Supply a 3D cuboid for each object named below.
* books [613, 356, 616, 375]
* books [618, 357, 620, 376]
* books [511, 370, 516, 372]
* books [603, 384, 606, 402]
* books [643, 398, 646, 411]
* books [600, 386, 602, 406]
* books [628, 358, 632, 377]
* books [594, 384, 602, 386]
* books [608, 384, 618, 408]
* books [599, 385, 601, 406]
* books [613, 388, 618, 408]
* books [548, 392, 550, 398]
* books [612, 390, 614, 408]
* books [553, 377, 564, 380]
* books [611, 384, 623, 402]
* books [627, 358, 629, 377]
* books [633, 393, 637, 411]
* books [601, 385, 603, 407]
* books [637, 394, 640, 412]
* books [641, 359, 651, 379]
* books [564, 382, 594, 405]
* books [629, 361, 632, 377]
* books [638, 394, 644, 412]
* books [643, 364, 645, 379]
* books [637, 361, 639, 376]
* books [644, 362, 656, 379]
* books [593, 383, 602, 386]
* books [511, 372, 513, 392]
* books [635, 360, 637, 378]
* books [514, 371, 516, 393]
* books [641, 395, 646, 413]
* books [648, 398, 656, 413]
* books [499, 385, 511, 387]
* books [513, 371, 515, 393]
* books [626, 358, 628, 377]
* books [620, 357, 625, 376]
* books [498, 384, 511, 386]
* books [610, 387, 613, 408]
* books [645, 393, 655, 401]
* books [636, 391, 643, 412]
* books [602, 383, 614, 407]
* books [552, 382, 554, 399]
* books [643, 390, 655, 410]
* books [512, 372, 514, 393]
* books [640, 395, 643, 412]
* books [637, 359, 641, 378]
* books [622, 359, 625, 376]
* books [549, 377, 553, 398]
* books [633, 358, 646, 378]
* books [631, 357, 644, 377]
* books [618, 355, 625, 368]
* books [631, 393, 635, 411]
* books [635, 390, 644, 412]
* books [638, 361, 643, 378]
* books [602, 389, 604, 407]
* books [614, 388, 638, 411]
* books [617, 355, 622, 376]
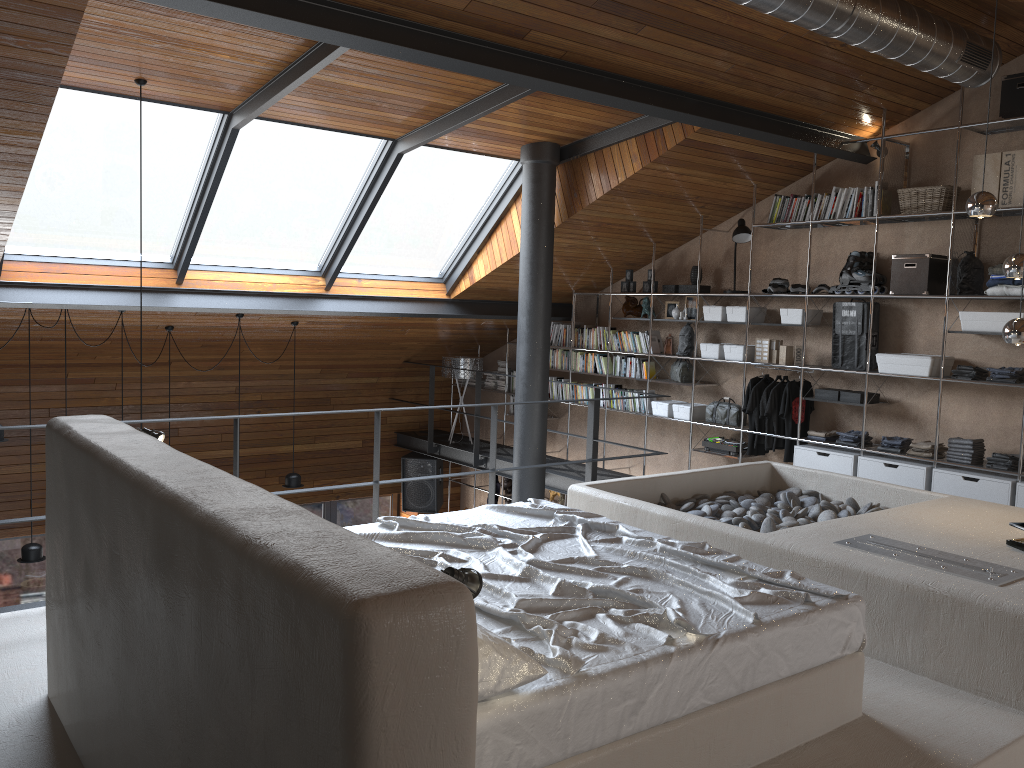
[{"bbox_3d":[1.081,-0.185,8.974,0.148,0.190,0.013,-2,6,-37],"label":"books"},{"bbox_3d":[1.129,-0.180,8.929,0.148,0.190,0.013,-2,6,-37],"label":"books"},{"bbox_3d":[0.071,-0.034,10.371,0.207,0.255,0.010,-2,6,-37],"label":"books"},{"bbox_3d":[0.996,0.116,9.052,0.148,0.233,0.053,-2,6,-37],"label":"books"},{"bbox_3d":[1.340,0.190,8.665,0.148,0.175,0.046,-2,6,-37],"label":"books"},{"bbox_3d":[0.964,0.125,9.124,0.131,0.205,0.051,-2,6,-37],"label":"books"},{"bbox_3d":[1.213,-0.166,8.802,0.148,0.190,0.013,-2,6,-37],"label":"books"},{"bbox_3d":[0.917,0.110,9.201,0.155,0.215,0.055,-2,6,-37],"label":"books"},{"bbox_3d":[1.026,0.120,9.014,0.148,0.232,0.053,-2,6,-37],"label":"books"},{"bbox_3d":[0.957,0.118,9.154,0.137,0.216,0.049,-2,6,-37],"label":"books"},{"bbox_3d":[1.083,0.142,8.978,0.137,0.201,0.047,-2,6,-38],"label":"books"},{"bbox_3d":[0.446,0.036,9.835,0.148,0.233,0.053,-2,6,-37],"label":"books"},{"bbox_3d":[1.068,0.151,8.983,0.131,0.180,0.042,-2,6,-38],"label":"books"},{"bbox_3d":[0.522,0.043,9.788,0.148,0.232,0.053,-2,6,-37],"label":"books"},{"bbox_3d":[1.072,0.123,9.005,0.148,0.232,0.053,-2,6,-37],"label":"books"},{"bbox_3d":[1.202,-0.167,8.809,0.148,0.190,0.013,-2,6,-37],"label":"books"},{"bbox_3d":[1.273,0.173,8.763,0.169,0.188,0.058,-2,6,-37],"label":"books"},{"bbox_3d":[0.972,0.121,9.113,0.137,0.216,0.049,-2,6,-37],"label":"books"},{"bbox_3d":[1.291,0.176,8.731,0.148,0.189,0.053,-2,6,-37],"label":"books"},{"bbox_3d":[1.314,-0.147,8.648,0.129,0.186,0.050,-2,6,-37],"label":"books"},{"bbox_3d":[0.747,0.096,9.380,0.139,0.211,0.467,-2,6,-38],"label":"books"},{"bbox_3d":[1.220,-0.151,8.790,0.143,0.161,0.019,-2,6,-37],"label":"books"},{"bbox_3d":[1.309,0.179,8.707,0.160,0.187,0.060,-2,6,-37],"label":"books"},{"bbox_3d":[1.331,-0.126,8.641,0.131,0.147,0.045,-2,6,-37],"label":"books"},{"bbox_3d":[1.282,-0.142,8.694,0.130,0.167,0.046,-2,6,-37],"label":"books"},{"bbox_3d":[1.342,-0.133,8.630,0.129,0.165,0.056,-2,6,-37],"label":"books"},{"bbox_3d":[0.899,0.105,9.211,0.118,0.220,0.054,-2,6,-37],"label":"books"},{"bbox_3d":[0.047,-0.021,10.340,0.148,0.234,0.013,-2,6,-37],"label":"books"},{"bbox_3d":[1.275,-0.151,8.749,0.136,0.173,0.014,-2,6,-37],"label":"books"},{"bbox_3d":[0.107,-0.026,10.318,0.192,0.251,0.012,-2,6,-37],"label":"books"},{"bbox_3d":[1.328,0.191,8.674,0.146,0.171,0.054,-2,6,-37],"label":"books"},{"bbox_3d":[1.361,0.198,8.630,0.130,0.166,0.046,-2,6,-37],"label":"books"},{"bbox_3d":[-0.015,0.023,10.464,0.217,0.013,0.161,-2,6,-37],"label":"books"},{"bbox_3d":[0.096,-0.029,10.324,0.191,0.255,0.012,-2,6,-37],"label":"books"},{"bbox_3d":[1.190,-0.169,8.835,0.129,0.188,0.010,-2,6,-37],"label":"books"},{"bbox_3d":[1.147,-0.176,8.906,0.160,0.187,0.021,-2,6,-37],"label":"books"},{"bbox_3d":[-0.020,0.010,10.460,0.252,0.016,0.182,-1,6,-33],"label":"books"},{"bbox_3d":[1.059,0.136,9.008,0.149,0.205,0.049,-2,6,-38],"label":"books"},{"bbox_3d":[1.352,0.187,8.636,0.129,0.186,0.050,-2,6,-37],"label":"books"},{"bbox_3d":[1.303,0.167,8.754,0.192,0.202,0.055,-2,6,-37],"label":"books"},{"bbox_3d":[0.992,0.112,9.087,0.143,0.236,0.062,-2,6,-38],"label":"books"},{"bbox_3d":[0.509,0.056,9.792,0.149,0.205,0.049,-2,6,-38],"label":"books"},{"bbox_3d":[1.349,0.170,8.652,0.143,0.217,0.066,-2,6,-37],"label":"books"},{"bbox_3d":[0.077,-0.019,10.328,0.169,0.232,0.018,-2,6,-37],"label":"books"},{"bbox_3d":[1.309,0.192,8.677,0.130,0.167,0.046,-2,6,-37],"label":"books"},{"bbox_3d":[1.279,-0.156,8.724,0.129,0.188,0.010,-2,6,-37],"label":"books"},{"bbox_3d":[1.166,-0.164,8.873,0.146,0.171,0.018,-2,6,-37],"label":"books"},{"bbox_3d":[0.476,0.040,9.797,0.148,0.232,0.053,-2,6,-37],"label":"books"},{"bbox_3d":[1.258,-0.160,8.753,0.148,0.190,0.013,-2,6,-37],"label":"books"},{"bbox_3d":[1.242,-0.166,8.780,0.146,0.195,0.023,-2,6,-37],"label":"books"},{"bbox_3d":[1.141,-0.188,8.952,0.192,0.204,0.012,-2,6,-37],"label":"books"},{"bbox_3d":[1.243,0.170,8.775,0.148,0.189,0.053,-2,6,-37],"label":"books"},{"bbox_3d":[1.292,0.165,8.760,0.191,0.205,0.055,-2,6,-37],"label":"books"},{"bbox_3d":[1.296,-0.141,8.688,0.148,0.167,0.053,-2,6,-37],"label":"books"},{"bbox_3d":[0.980,0.134,9.100,0.138,0.191,0.049,-2,6,-37],"label":"books"},{"bbox_3d":[1.158,0.154,8.876,0.136,0.210,0.273,-2,6,-37],"label":"books"},{"bbox_3d":[1.130,-0.191,8.958,0.191,0.207,0.012,-2,6,-37],"label":"books"}]
